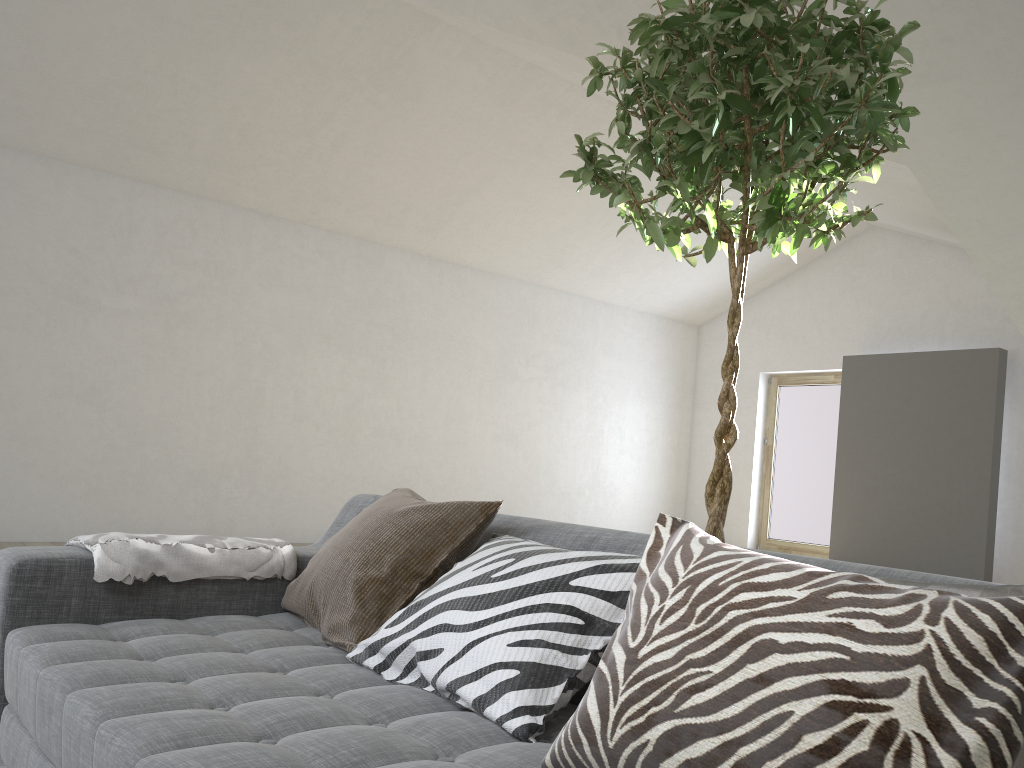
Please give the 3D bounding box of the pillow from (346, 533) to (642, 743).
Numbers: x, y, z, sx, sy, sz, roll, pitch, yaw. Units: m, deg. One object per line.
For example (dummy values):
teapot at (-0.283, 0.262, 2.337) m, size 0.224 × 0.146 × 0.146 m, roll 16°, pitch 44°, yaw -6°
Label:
pillow at (-0.004, 0.413, 1.552) m, size 0.360 × 0.283 × 0.559 m, roll 7°, pitch -6°, yaw -39°

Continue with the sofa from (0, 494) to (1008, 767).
sofa at (0.029, 0.565, 1.285) m, size 1.031 × 0.682 × 2.454 m, roll 8°, pitch -6°, yaw -39°

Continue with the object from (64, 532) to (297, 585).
object at (-0.791, 0.552, 2.086) m, size 0.483 × 0.418 × 0.357 m, roll 7°, pitch -4°, yaw -37°

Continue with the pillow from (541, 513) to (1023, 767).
pillow at (0.294, 0.334, 0.996) m, size 0.282 × 0.340 × 0.557 m, roll 6°, pitch -5°, yaw -35°

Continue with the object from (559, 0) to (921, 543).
object at (0.458, -0.001, 2.035) m, size 0.788 × 2.015 × 0.827 m, roll 4°, pitch -2°, yaw 29°

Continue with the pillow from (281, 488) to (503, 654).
pillow at (-0.295, 0.400, 1.976) m, size 0.309 × 0.337 × 0.580 m, roll 6°, pitch -5°, yaw -30°

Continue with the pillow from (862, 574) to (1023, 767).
pillow at (0.383, 0.381, 1.160) m, size 0.264 × 0.317 × 0.640 m, roll 7°, pitch -5°, yaw -39°
